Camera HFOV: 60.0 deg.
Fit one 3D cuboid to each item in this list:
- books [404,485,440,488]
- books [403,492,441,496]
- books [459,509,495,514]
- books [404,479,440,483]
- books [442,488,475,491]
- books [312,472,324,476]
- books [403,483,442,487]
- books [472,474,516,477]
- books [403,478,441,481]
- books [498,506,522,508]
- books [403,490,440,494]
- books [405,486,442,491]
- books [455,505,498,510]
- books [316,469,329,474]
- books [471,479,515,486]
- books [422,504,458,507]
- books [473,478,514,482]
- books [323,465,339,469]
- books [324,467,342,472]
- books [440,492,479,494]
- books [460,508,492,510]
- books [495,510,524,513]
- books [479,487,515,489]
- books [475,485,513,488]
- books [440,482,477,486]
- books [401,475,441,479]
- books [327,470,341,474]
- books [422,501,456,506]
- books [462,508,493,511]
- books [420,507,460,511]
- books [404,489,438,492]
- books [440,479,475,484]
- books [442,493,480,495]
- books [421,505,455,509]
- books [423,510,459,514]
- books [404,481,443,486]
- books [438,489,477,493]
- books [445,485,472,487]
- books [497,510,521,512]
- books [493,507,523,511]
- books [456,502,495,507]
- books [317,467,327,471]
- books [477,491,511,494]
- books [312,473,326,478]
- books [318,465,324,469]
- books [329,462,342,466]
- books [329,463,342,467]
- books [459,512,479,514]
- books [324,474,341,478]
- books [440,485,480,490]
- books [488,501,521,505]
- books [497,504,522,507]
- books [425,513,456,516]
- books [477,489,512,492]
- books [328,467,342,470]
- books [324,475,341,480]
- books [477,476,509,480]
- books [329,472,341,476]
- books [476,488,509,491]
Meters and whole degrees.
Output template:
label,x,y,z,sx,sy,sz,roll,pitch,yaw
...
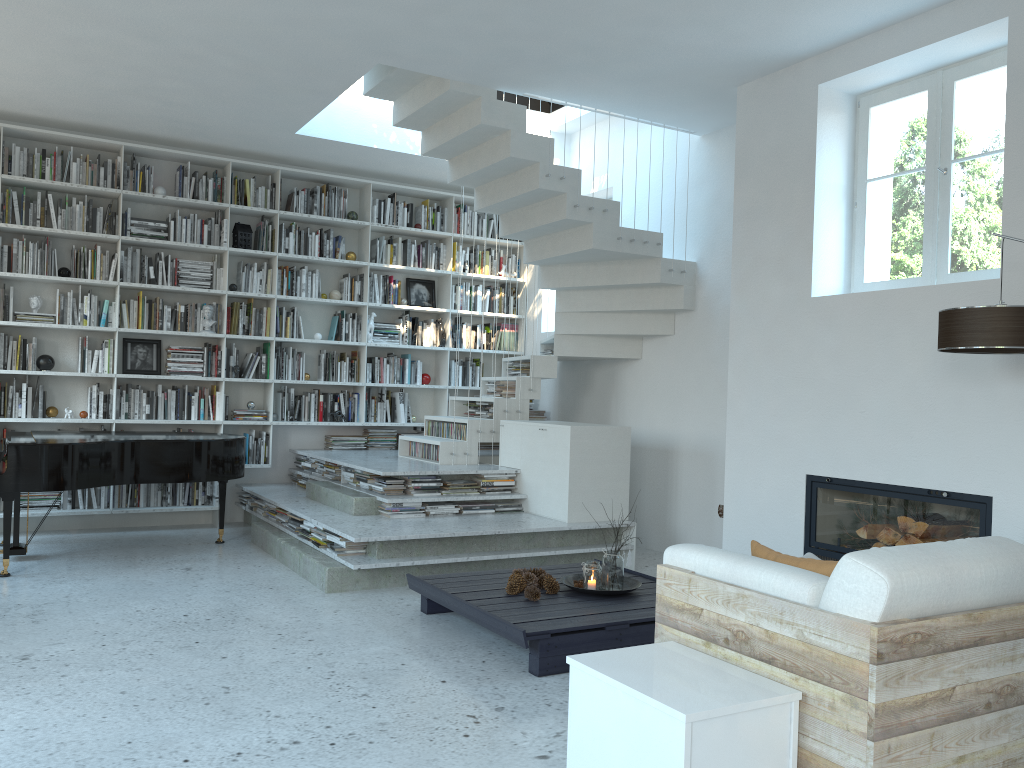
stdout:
label,x,y,z,sx,sy,sz,roll,pitch,yaw
books,-0.651,0.736,6.397,0.210,0.012,0.168,2,-1,-29
books,-0.649,0.787,6.391,0.216,0.015,0.177,2,-1,-32
books,-0.277,0.921,6.467,0.250,0.018,0.177,2,-1,-27
books,-0.653,0.697,6.403,0.221,0.018,0.154,2,-1,-29
books,-0.407,0.770,6.532,0.214,0.015,0.177,2,-1,-29
books,-1.559,0.758,7.499,0.190,0.012,0.235,2,-1,-32
books,-0.652,0.726,6.399,0.260,0.009,0.153,2,-1,-27
books,-0.138,0.683,6.670,0.285,0.013,0.181,2,-1,-35
books,-0.648,0.684,6.396,0.228,0.009,0.159,2,-1,-34
books,-0.056,0.911,6.617,0.225,0.007,0.133,2,-1,-26
books,-0.656,0.773,6.404,0.227,0.013,0.148,2,-1,-32
books,-0.646,0.749,6.388,0.215,0.013,0.189,2,-1,-31
books,-0.274,0.889,6.464,0.287,0.018,0.190,2,-1,-31
books,-1.551,0.741,7.503,0.164,0.023,0.242,2,-1,-26
books,-0.146,0.740,6.680,0.284,0.030,0.177,2,-1,-29
books,-0.530,0.862,6.340,0.242,0.005,0.152,2,-1,-29
books,-0.141,0.719,6.673,0.261,0.012,0.179,2,-1,-26
books,-1.411,0.675,7.251,0.187,0.009,0.261,2,-1,-31
books,-1.408,0.700,7.253,0.179,0.017,0.293,2,-1,-29
books,-0.405,0.794,6.528,0.287,0.005,0.165,2,-1,-25
books,-0.288,0.902,6.487,0.273,0.009,0.129,2,-1,-27
books,-0.052,0.945,6.608,0.261,0.006,0.151,2,-1,-34
books,-0.141,0.774,6.670,0.281,0.008,0.181,2,-1,-25
books,-0.151,0.762,6.688,0.268,0.014,0.160,2,-1,-31
books,-0.406,0.731,6.534,0.246,0.013,0.172,2,-1,-31
books,-0.658,0.672,6.414,0.261,0.016,0.128,2,-1,-31
books,-1.401,0.718,7.257,0.159,0.018,0.203,2,-1,-32
books,-0.531,0.853,6.341,0.220,0.013,0.149,2,-1,-31
books,-0.279,0.909,6.472,0.254,0.005,0.161,2,-1,-34
books,-0.528,0.889,6.335,0.272,0.012,0.158,2,-1,-32
books,-0.658,0.761,6.408,0.207,0.012,0.131,2,-1,-34
books,-0.403,0.719,6.528,0.203,0.011,0.173,2,-1,-35
books,-0.405,0.800,6.529,0.291,0.007,0.174,2,-1,-27
books,-0.533,0.874,6.345,0.211,0.018,0.134,2,-1,-27
books,-0.524,0.905,6.326,0.232,0.019,0.169,2,-1,-35
books,-0.641,0.714,6.381,0.230,0.015,0.190,2,-1,-25
books,-0.415,0.784,6.546,0.293,0.014,0.133,2,-1,-33
books,-0.409,0.743,6.538,0.179,0.010,0.160,2,-1,-28
books,-0.054,0.937,6.612,0.179,0.010,0.160,2,-1,-30
books,-0.054,0.923,6.614,0.234,0.017,0.151,2,-1,-29
books,-0.285,0.876,6.469,0.275,0.009,0.176,2,-1,-30
books,-1.541,0.720,7.509,0.154,0.018,0.221,2,-1,-31
books,-0.147,0.808,6.679,0.220,0.011,0.177,2,-1,-32
books,-1.555,0.770,7.501,0.183,0.012,0.296,2,-1,-31
books,-1.537,0.705,7.511,0.150,0.013,0.215,2,-1,-30
books,-1.397,0.644,7.258,0.139,0.028,0.261,2,-1,-25
books,-1.388,0.665,7.264,0.128,0.013,0.296,2,-1,-32
books,-0.288,0.934,6.485,0.249,0.009,0.144,2,-1,-31
books,-1.411,0.750,7.252,0.178,0.014,0.247,2,-1,-32
books,-0.399,0.755,6.519,0.273,0.014,0.187,2,-1,-35
books,-0.058,0.890,6.621,0.215,0.007,0.130,2,-1,-28
books,-0.058,0.901,6.622,0.229,0.014,0.133,2,-1,-31
books,-0.531,0.921,6.338,0.208,0.015,0.152,2,-1,-32
books,-0.152,0.798,6.687,0.259,0.009,0.152,2,-1,-33
books,-1.405,0.686,7.254,0.161,0.012,0.254,2,-1,-26
books,-1.417,0.762,7.249,0.182,0.011,0.253,2,-1,-26
books,-0.144,0.701,6.679,0.192,0.024,0.167,2,-1,-25
books,-1.391,0.735,7.263,0.138,0.017,0.237,2,-1,-31
books,-0.154,0.785,6.692,0.262,0.016,0.132,2,-1,-35
